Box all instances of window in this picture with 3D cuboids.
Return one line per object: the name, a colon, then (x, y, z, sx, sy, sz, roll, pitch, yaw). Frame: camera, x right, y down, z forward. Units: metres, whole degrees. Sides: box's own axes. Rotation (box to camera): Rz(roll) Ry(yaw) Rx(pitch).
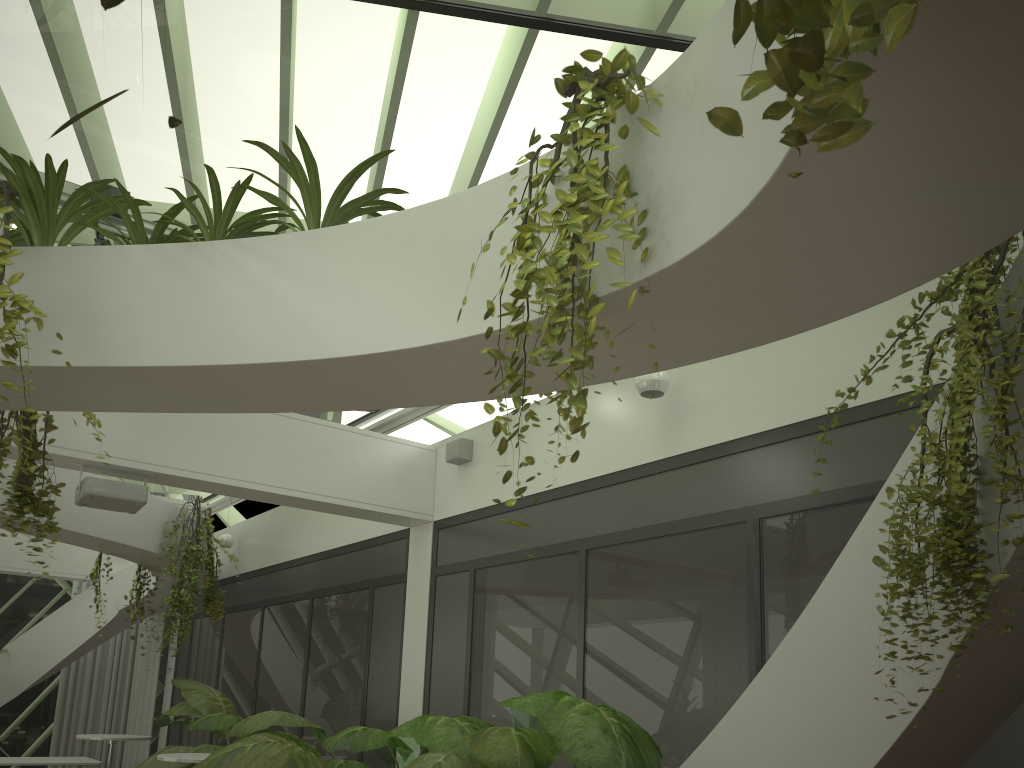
window: (-3.655, -0.407, 7.463, 5.788, 0.053, 17.119, 16, -24, -33)
window: (-8.676, 3.996, 13.608, 5.840, 4.481, 0.039, 15, -17, -35)
window: (1.360, 1.839, 4.778, 0.051, 3.129, 7.262, 10, -20, -34)
window: (-3.120, 3.850, 10.733, 0.051, 3.129, 7.353, 10, -20, -34)

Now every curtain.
curtain: (-6.837, 4.615, 14.617, 1.250, 3.950, 0.163, 12, -15, -37)
curtain: (-5.939, 4.528, 14.285, 0.162, 3.950, 1.019, 11, -15, -35)

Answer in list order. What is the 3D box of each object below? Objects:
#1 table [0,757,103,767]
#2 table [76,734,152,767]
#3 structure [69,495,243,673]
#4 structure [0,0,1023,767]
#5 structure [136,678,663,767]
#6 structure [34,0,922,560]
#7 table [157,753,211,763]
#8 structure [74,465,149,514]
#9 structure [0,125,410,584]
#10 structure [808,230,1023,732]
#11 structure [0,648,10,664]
table: (-6.247, 5.229, 11.308, 1.527, 0.693, 1.092, 16, -22, -34)
table: (-4.925, 4.864, 10.694, 0.856, 1.058, 0.890, 3, -15, -1)
structure: (-4.067, 2.268, 10.047, 1.439, 2.001, 1.696, -3, -16, 18)
structure: (-1.048, 1.104, 3.133, 5.995, 4.075, 25.045, 12, -22, -28)
structure: (-2.209, 3.441, 7.640, 1.812, 1.657, 9.111, 13, -23, -34)
structure: (-0.034, -0.595, 1.321, 1.232, 1.789, 3.335, -3, -19, 19)
table: (-2.792, 3.906, 7.858, 0.856, 1.058, 0.890, 3, -15, -1)
structure: (-2.972, 0.785, 6.500, 0.470, 0.266, 0.397, 15, -22, -34)
structure: (-2.694, 0.175, 4.395, 4.633, 2.239, 1.499, -4, -15, 17)
structure: (1.643, 0.163, 3.106, 0.620, 2.044, 1.095, 8, -15, -23)
structure: (-8.062, 3.760, 10.241, 2.034, 1.610, 4.965, 3, -19, -4)
